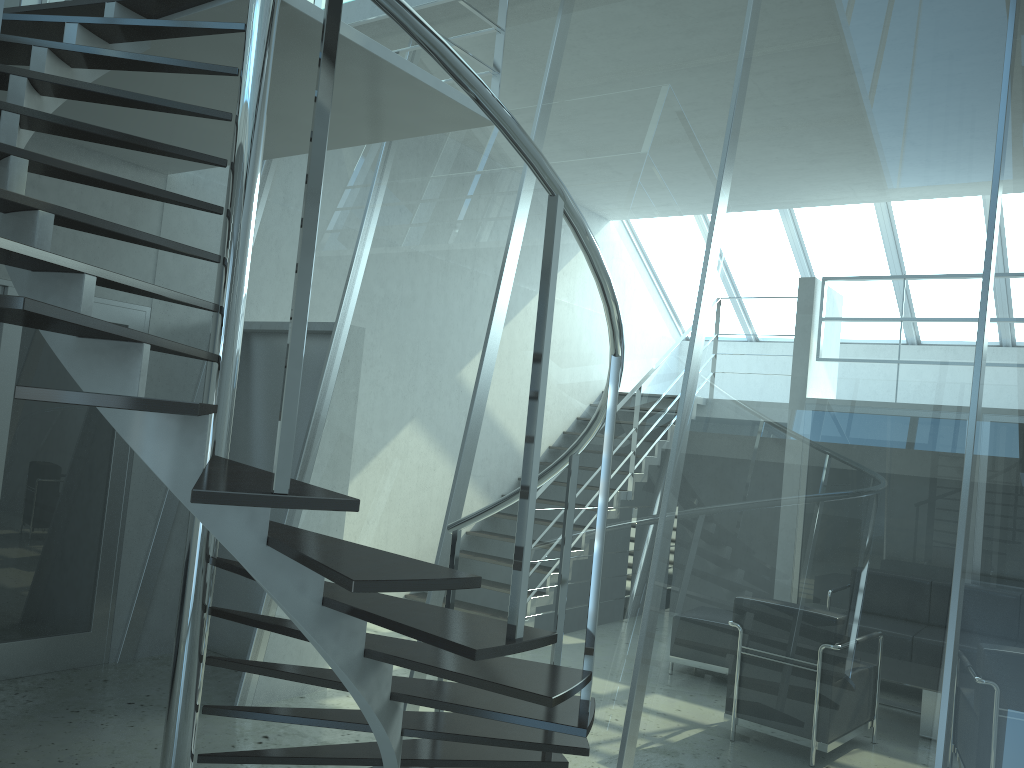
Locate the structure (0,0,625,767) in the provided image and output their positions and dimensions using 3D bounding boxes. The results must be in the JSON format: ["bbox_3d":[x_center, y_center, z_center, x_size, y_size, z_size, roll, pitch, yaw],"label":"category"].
[{"bbox_3d":[-1.406,-0.456,3.200,3.780,4.156,2.655,3,-4,35],"label":"structure"}]

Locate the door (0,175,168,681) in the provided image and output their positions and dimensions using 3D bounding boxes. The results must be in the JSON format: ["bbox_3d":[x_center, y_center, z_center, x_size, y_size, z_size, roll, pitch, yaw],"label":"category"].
[{"bbox_3d":[-2.840,0.208,5.365,1.162,3.200,2.576,6,-3,-7],"label":"door"}]
